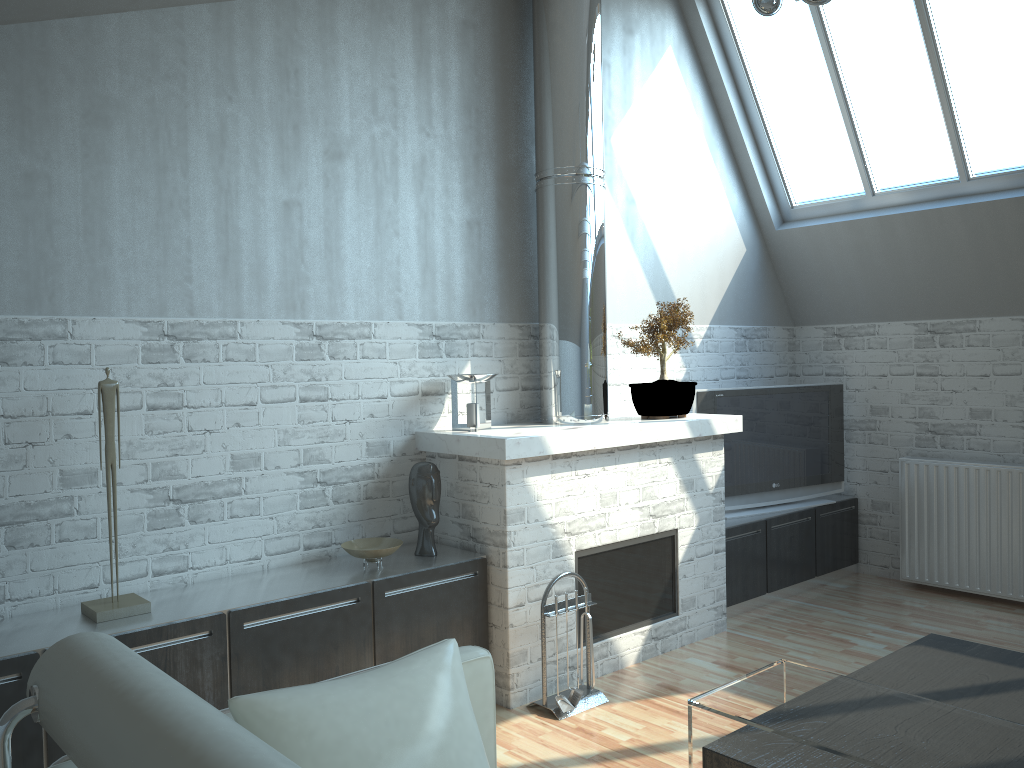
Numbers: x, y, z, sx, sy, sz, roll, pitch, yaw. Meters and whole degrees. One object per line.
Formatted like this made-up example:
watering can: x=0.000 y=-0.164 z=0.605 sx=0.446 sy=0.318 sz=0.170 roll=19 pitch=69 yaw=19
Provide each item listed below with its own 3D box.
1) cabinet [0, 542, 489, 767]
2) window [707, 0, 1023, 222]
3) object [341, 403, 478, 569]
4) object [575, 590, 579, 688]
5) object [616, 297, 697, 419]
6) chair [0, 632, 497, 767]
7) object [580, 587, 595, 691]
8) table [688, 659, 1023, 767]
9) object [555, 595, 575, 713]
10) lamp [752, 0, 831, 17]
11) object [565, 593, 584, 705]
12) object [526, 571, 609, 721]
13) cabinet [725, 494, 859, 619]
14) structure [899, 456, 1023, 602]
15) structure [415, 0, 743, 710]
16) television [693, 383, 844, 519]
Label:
cabinet: x=-2.212 y=2.165 z=6.368 sx=4.572 sy=1.270 sz=0.914 roll=-3 pitch=2 yaw=-41
window: x=4.511 y=-3.488 z=9.433 sx=1.897 sy=2.787 sz=4.651 roll=-3 pitch=2 yaw=-41
object: x=0.713 y=1.471 z=5.918 sx=1.528 sy=2.558 sz=4.859 roll=-3 pitch=2 yaw=-42
object: x=0.549 y=2.161 z=7.463 sx=0.025 sy=0.855 sz=0.025 roll=-2 pitch=2 yaw=-19
object: x=1.483 y=-0.279 z=9.157 sx=1.115 sy=1.265 sz=0.572 roll=-2 pitch=2 yaw=-37
chair: x=-0.156 y=1.856 z=2.819 sx=2.201 sy=2.001 sz=2.507 roll=-3 pitch=2 yaw=-41
object: x=0.635 y=2.166 z=7.538 sx=0.026 sy=0.873 sz=0.155 roll=-3 pitch=2 yaw=-40
table: x=2.000 y=2.295 z=4.968 sx=1.015 sy=0.867 sz=1.726 roll=-3 pitch=2 yaw=-41
object: x=0.409 y=2.200 z=7.261 sx=0.131 sy=0.916 sz=0.146 roll=-3 pitch=2 yaw=-41
lamp: x=2.637 y=-4.219 z=8.518 sx=0.619 sy=1.172 sz=0.808 roll=-2 pitch=2 yaw=-37
object: x=0.514 y=2.203 z=7.358 sx=0.145 sy=0.932 sz=0.065 roll=0 pitch=2 yaw=30
object: x=0.458 y=2.146 z=7.496 sx=0.584 sy=1.124 sz=0.412 roll=-3 pitch=2 yaw=-41
cabinet: x=3.067 y=2.048 z=10.995 sx=3.234 sy=1.016 sz=0.908 roll=-3 pitch=2 yaw=-41
structure: x=5.516 y=1.679 z=10.354 sx=0.508 sy=1.524 sz=1.892 roll=-3 pitch=2 yaw=-41
structure: x=0.728 y=-0.918 z=8.707 sx=3.302 sy=7.180 sz=1.309 roll=-3 pitch=2 yaw=-41
television: x=3.150 y=0.780 z=10.970 sx=2.577 sy=1.514 sz=0.592 roll=-2 pitch=2 yaw=-31
